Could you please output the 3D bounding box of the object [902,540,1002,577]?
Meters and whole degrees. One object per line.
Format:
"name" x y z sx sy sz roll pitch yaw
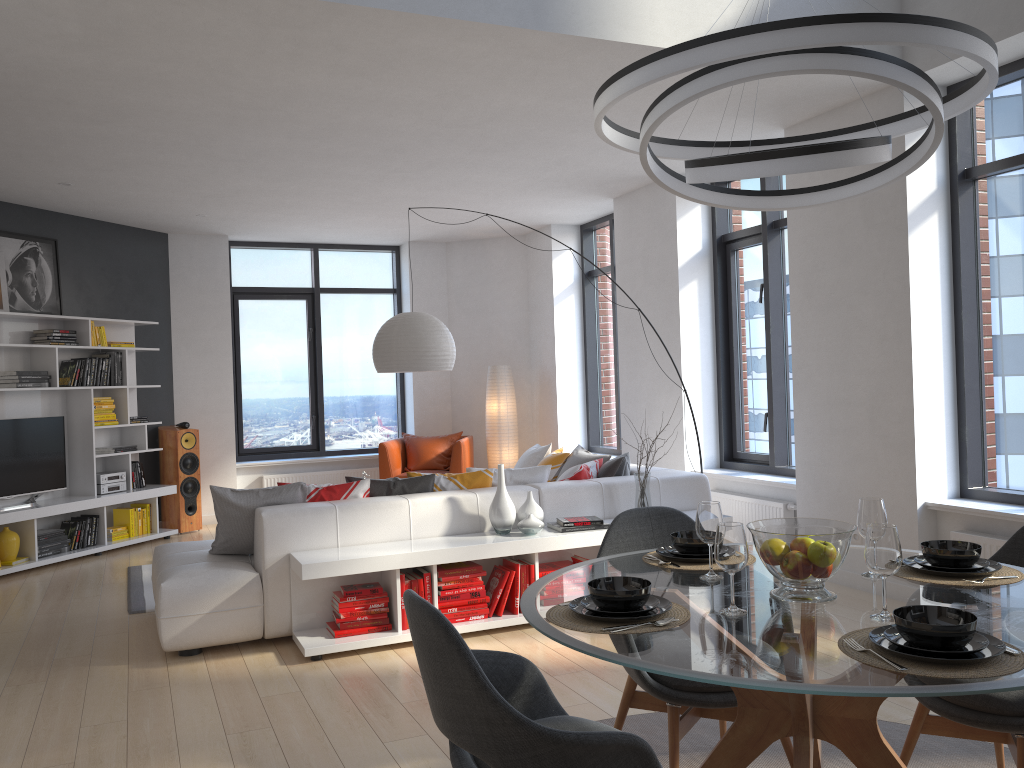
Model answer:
"object" 1.270 0.503 2.565 0.258 0.074 0.258 -2 0 -4

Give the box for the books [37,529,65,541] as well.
"books" -3.889 1.242 7.289 0.250 0.047 0.310 -2 0 17

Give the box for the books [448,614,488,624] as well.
"books" -0.298 1.272 4.881 0.274 0.029 0.200 -2 0 -23

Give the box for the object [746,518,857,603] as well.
"object" 0.767 0.467 2.347 0.278 0.184 0.278 -2 0 -15

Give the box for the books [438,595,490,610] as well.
"books" -0.305 1.189 4.903 0.301 0.032 0.227 -2 0 -23

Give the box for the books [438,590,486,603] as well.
"books" -0.312 1.153 4.901 0.279 0.039 0.206 -2 0 -22

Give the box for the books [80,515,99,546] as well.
"books" -3.675 1.266 7.693 0.197 0.260 0.066 -2 0 22

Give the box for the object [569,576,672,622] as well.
"object" 0.271 0.537 2.227 0.258 0.074 0.258 -2 0 -43

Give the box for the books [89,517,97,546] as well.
"books" -3.687 1.271 7.662 0.191 0.249 0.084 -2 0 22

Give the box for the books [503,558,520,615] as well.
"books" -0.006 1.137 4.992 0.046 0.282 0.199 -2 0 -23

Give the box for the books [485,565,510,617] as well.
"books" -0.104 1.155 4.957 0.144 0.247 0.188 -2 0 -23

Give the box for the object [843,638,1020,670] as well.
"object" 0.880 0.548 1.864 0.309 0.015 0.206 -2 0 -14

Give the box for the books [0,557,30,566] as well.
"books" -3.976 1.392 6.958 0.270 0.029 0.204 -2 0 7

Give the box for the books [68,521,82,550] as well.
"books" -3.745 1.283 7.520 0.187 0.234 0.096 -2 0 22

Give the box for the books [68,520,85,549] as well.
"books" -3.720 1.281 7.544 0.169 0.233 0.081 -2 0 21

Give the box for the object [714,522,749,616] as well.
"object" 0.545 0.457 2.201 0.083 0.220 0.083 -2 0 5

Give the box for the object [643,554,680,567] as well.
"object" 0.594 0.555 2.864 0.309 0.015 0.206 -2 0 -19

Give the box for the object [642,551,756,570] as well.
"object" 0.603 0.563 2.867 0.360 0.002 0.360 -2 0 19

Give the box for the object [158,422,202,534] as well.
"object" -3.300 0.916 8.736 0.434 1.088 0.290 -2 0 37

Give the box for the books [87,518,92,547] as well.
"books" -3.696 1.277 7.625 0.179 0.243 0.068 -2 0 20

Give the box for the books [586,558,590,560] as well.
"books" 0.550 1.147 5.238 0.186 0.223 0.188 -2 0 -23

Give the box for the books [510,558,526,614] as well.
"books" 0.022 1.140 5.022 0.038 0.270 0.215 -2 0 -23

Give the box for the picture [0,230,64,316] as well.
"picture" -4.195 -0.908 7.187 0.076 0.707 1.279 -2 0 22

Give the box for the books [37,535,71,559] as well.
"books" -3.863 1.334 7.287 0.277 0.137 0.343 -2 0 17

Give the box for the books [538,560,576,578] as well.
"books" 0.244 1.077 5.167 0.301 0.032 0.227 -2 0 -23

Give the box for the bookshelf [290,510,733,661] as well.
"bookshelf" 0.091 1.102 5.062 2.600 0.500 0.356 -2 0 -23

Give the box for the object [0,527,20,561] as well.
"object" -3.954 1.248 6.938 0.185 0.257 0.185 -2 0 -1

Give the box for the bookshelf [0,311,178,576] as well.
"bookshelf" -3.964 0.460 7.094 0.455 2.052 3.000 -2 0 22

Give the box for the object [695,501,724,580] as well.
"object" 0.578 0.455 2.587 0.083 0.220 0.083 -2 0 39

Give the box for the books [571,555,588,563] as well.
"books" 0.452 1.135 5.203 0.134 0.248 0.192 -2 0 -23

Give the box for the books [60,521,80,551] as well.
"books" -3.753 1.282 7.487 0.182 0.234 0.104 -2 0 22

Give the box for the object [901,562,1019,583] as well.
"object" 1.260 0.533 2.564 0.206 0.015 0.309 -2 0 -19

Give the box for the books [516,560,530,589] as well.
"books" 0.054 1.142 5.025 0.028 0.266 0.188 -2 0 -23

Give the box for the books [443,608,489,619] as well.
"books" -0.289 1.243 4.866 0.282 0.030 0.188 -2 0 -22

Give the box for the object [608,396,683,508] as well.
"object" 0.835 0.453 5.367 0.406 0.744 0.607 -2 0 17

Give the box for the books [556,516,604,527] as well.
"books" 0.394 0.802 5.171 0.238 0.027 0.188 -2 0 -10

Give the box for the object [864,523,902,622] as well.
"object" 0.883 0.446 2.107 0.083 0.220 0.083 -2 0 27

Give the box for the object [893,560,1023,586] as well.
"object" 1.272 0.541 2.560 0.360 0.002 0.360 -2 0 19

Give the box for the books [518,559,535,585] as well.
"books" 0.085 1.139 5.022 0.028 0.269 0.181 -2 0 -24

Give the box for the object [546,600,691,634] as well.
"object" 0.265 0.576 2.225 0.360 0.002 0.360 -2 0 41

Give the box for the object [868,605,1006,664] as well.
"object" 0.881 0.517 1.846 0.258 0.074 0.258 -2 0 -4

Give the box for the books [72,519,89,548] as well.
"books" -3.696 1.277 7.571 0.172 0.242 0.069 -2 0 23

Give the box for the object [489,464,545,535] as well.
"object" 0.022 0.655 5.102 0.316 0.398 0.319 -2 0 1

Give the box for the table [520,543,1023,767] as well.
"table" 0.784 0.941 2.361 1.499 0.764 1.499 -2 0 -34

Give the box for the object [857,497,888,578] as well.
"object" 1.036 0.440 2.548 0.083 0.220 0.083 -2 0 27

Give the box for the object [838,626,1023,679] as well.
"object" 0.873 0.556 1.856 0.360 0.002 0.360 -2 0 41

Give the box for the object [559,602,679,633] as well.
"object" 0.268 0.568 2.219 0.206 0.015 0.309 -2 0 -19

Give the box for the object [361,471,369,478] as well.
"object" -1.232 0.814 6.885 0.330 0.265 0.330 -2 0 1

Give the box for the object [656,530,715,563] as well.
"object" 0.597 0.525 2.878 0.258 0.074 0.258 -2 0 -43

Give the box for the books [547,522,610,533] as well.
"books" 0.386 0.829 5.194 0.300 0.026 0.245 -2 0 -18

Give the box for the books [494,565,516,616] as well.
"books" -0.064 1.154 4.967 0.115 0.245 0.192 -2 0 -23

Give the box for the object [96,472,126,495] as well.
"object" -3.661 0.887 7.946 0.270 0.174 0.285 -2 0 22

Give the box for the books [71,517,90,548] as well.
"books" -3.712 1.270 7.602 0.192 0.254 0.075 -2 0 21
